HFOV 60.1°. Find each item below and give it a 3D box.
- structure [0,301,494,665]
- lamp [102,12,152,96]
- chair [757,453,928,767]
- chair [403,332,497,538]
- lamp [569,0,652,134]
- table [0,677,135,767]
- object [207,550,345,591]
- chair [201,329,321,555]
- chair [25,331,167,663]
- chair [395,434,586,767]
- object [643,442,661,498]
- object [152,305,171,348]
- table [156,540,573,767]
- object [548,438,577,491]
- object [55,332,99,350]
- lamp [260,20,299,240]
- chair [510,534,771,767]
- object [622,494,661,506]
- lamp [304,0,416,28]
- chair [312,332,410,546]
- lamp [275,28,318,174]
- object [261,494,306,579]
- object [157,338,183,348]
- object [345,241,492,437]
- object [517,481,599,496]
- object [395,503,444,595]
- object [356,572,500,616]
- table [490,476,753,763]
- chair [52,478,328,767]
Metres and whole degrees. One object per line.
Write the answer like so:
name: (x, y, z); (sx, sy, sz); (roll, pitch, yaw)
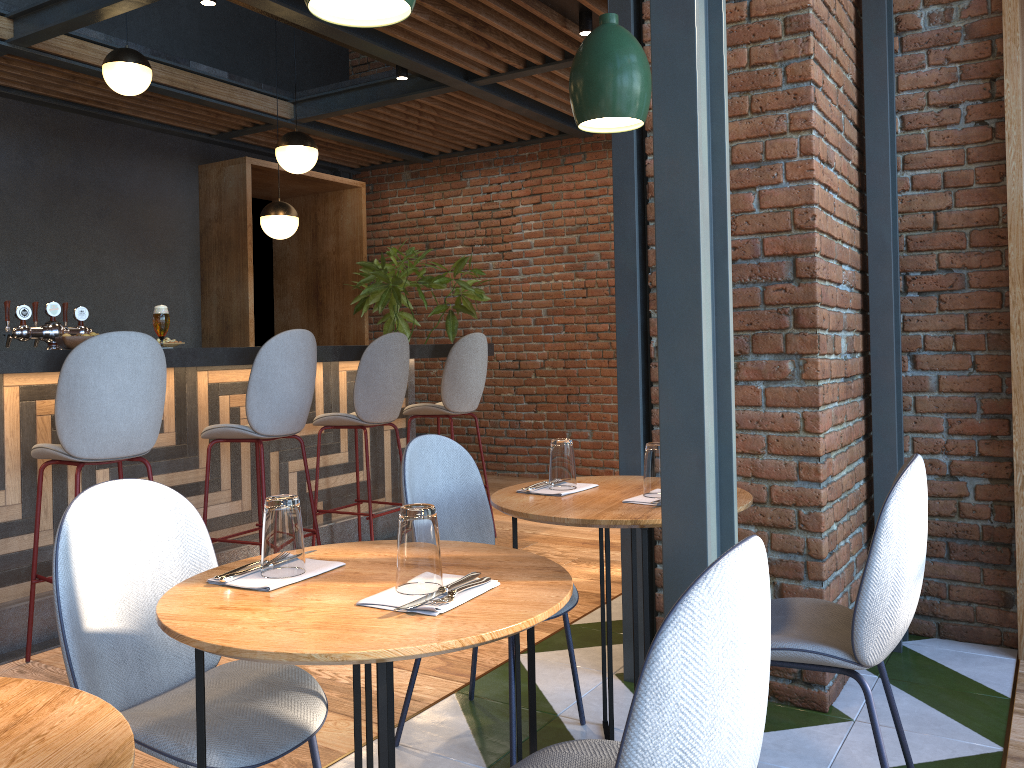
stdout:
structure: (-2.600, 0.328, 4.406); (2.916, 1.396, 4.924); (0, 2, 32)
lamp: (-2.278, -3.579, 5.171); (0.268, 3.795, 0.268); (-2, 0, 38)
chair: (0.729, 0.605, 2.132); (0.507, 0.888, 0.418); (-1, 0, 28)
chair: (-0.392, 0.319, 5.301); (0.507, 1.243, 0.418); (-1, 0, 31)
lamp: (0.248, -1.714, 2.417); (0.223, 2.022, 0.224); (-1, 0, 35)
table: (-0.708, 0.763, 0.785); (0.699, 0.747, 0.700); (0, 1, 42)
object: (-0.424, 0.338, 1.634); (0.157, 0.019, 0.243); (0, 3, 29)
chair: (-1.133, 0.379, 3.998); (0.507, 1.243, 0.418); (-1, 0, 28)
chair: (-1.571, 0.425, 3.371); (0.507, 1.243, 0.418); (-1, 0, 43)
chair: (-0.062, 0.602, 2.632); (0.507, 0.888, 0.418); (-1, 0, 33)
object: (0.383, 0.225, 2.333); (0.080, 0.138, 0.080); (-1, 0, 19)
object: (-1.484, -0.244, 3.750); (0.070, 0.183, 0.070); (-1, 0, -38)
table: (-0.236, 0.721, 1.542); (0.699, 0.747, 0.699); (-2, 1, -16)
object: (0.141, 0.224, 2.489); (0.080, 0.138, 0.080); (-1, 0, -21)
object: (-1.773, -0.175, 3.645); (0.168, 0.072, 0.168); (-3, 3, -38)
lamp: (-1.691, -2.925, 6.311); (0.268, 3.795, 0.268); (-1, 0, -37)
chair: (0.125, 0.653, 1.315); (0.507, 0.888, 0.418); (-1, 0, 33)
object: (0.397, 0.292, 2.309); (0.157, 0.019, 0.243); (0, 3, 35)
lamp: (-0.288, -1.666, 1.558); (0.223, 2.022, 0.224); (-1, 0, 35)
chair: (-0.790, 0.353, 4.686); (0.507, 1.243, 0.418); (-1, 0, 30)
lamp: (-1.422, -3.249, 5.709); (0.268, 3.795, 0.268); (-2, 0, 41)
object: (-0.415, 0.273, 1.604); (0.080, 0.138, 0.080); (-1, 0, -18)
object: (-1.589, -0.177, 3.835); (0.164, 0.052, 0.292); (1, 3, 40)
object: (-0.870, -0.195, 7.626); (1.515, 2.097, 1.083); (-1, 0, 37)
object: (0.136, 0.289, 2.519); (0.157, 0.019, 0.243); (0, 3, 35)
object: (-0.156, 0.273, 1.479); (0.080, 0.138, 0.080); (-1, 0, 42)
object: (-0.140, 0.340, 1.457); (0.157, 0.019, 0.243); (0, 3, 29)
table: (0.299, 0.673, 2.402); (0.699, 0.747, 0.699); (-1, 1, -12)
chair: (-0.636, 0.649, 1.795); (0.507, 0.888, 0.418); (-1, 0, 28)
